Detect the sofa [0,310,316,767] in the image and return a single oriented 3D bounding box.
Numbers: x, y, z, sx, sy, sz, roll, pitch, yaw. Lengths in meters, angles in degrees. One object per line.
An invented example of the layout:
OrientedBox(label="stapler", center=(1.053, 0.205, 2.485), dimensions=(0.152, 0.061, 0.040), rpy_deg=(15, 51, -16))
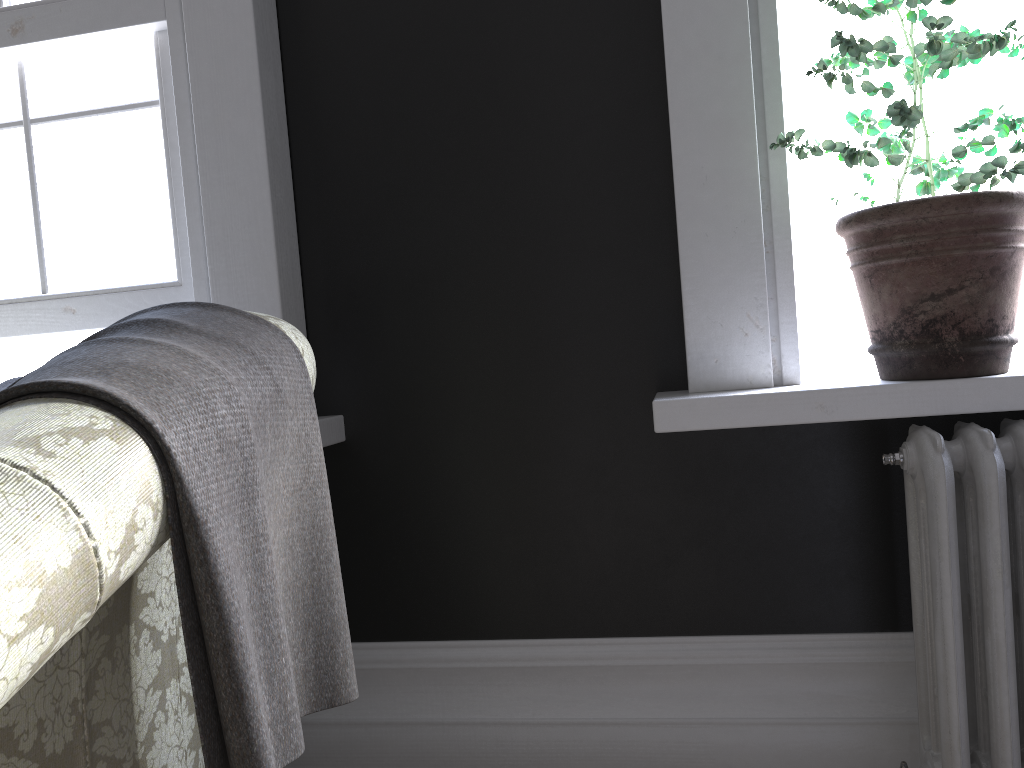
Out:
OrientedBox(label="sofa", center=(-1.594, 0.551, 1.548), dimensions=(2.814, 1.162, 1.604), rpy_deg=(-4, 2, 12))

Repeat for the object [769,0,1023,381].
OrientedBox(label="object", center=(0.809, -0.578, 1.751), dimensions=(0.505, 1.135, 0.474), rpy_deg=(-7, 4, -39))

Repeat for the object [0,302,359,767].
OrientedBox(label="object", center=(-0.656, 0.189, 1.449), dimensions=(0.516, 0.585, 1.367), rpy_deg=(-6, 2, -30))

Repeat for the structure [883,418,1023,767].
OrientedBox(label="structure", center=(1.313, 0.468, 1.659), dimensions=(1.141, 0.849, 0.276), rpy_deg=(-4, 3, 11))

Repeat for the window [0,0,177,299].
OrientedBox(label="window", center=(-1.508, -1.023, 2.314), dimensions=(1.263, 1.673, 0.056), rpy_deg=(-4, 3, 11))
